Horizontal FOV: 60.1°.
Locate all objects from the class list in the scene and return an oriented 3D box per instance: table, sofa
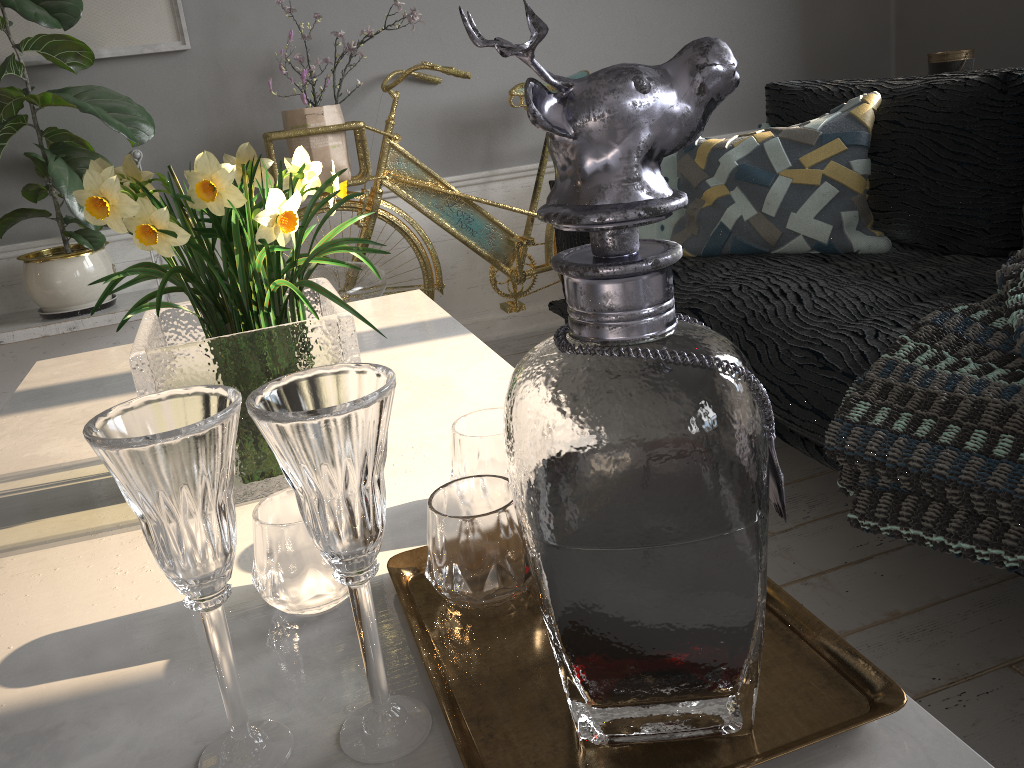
[{"bbox_3d":[-0.261,0.323,1.073,0.735,0.502,1.478,-12,19,-15],"label":"table"},{"bbox_3d":[0.873,-0.206,1.789,0.974,0.783,2.376,-12,19,-16],"label":"sofa"}]

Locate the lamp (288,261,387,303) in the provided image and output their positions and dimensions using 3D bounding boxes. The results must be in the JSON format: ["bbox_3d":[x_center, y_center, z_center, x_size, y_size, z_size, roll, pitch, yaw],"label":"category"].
[{"bbox_3d":[-0.560,-0.128,2.599,0.432,0.430,0.441,-3,18,14],"label":"lamp"}]

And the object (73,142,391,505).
[{"bbox_3d":[-0.288,-0.086,0.961,0.326,0.345,0.357,-11,18,-13],"label":"object"}]

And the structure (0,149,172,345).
[{"bbox_3d":[-2.367,-0.157,2.257,2.786,0.478,0.312,-13,17,-16],"label":"structure"}]

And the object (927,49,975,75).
[{"bbox_3d":[1.406,-0.985,2.843,0.141,0.157,0.141,-1,18,21],"label":"object"}]

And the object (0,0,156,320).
[{"bbox_3d":[-1.299,-0.749,2.416,0.567,1.130,0.423,0,17,22],"label":"object"}]

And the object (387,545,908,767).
[{"bbox_3d":[0.062,0.165,0.606,0.247,0.015,0.323,-12,19,-15],"label":"object"}]

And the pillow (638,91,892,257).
[{"bbox_3d":[0.607,-0.536,2.303,0.447,0.355,0.806,-19,21,-32],"label":"pillow"}]

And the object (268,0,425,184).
[{"bbox_3d":[-0.490,-0.924,2.637,0.488,0.630,0.258,-7,16,1],"label":"object"}]

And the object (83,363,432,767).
[{"bbox_3d":[-0.134,0.114,0.514,0.168,0.223,0.083,-9,16,-5],"label":"object"}]

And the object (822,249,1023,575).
[{"bbox_3d":[0.790,0.046,1.156,0.493,0.323,0.675,-14,19,-20],"label":"object"}]

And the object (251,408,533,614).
[{"bbox_3d":[-0.036,0.117,0.691,0.282,0.086,0.248,-21,23,-36],"label":"object"}]

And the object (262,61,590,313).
[{"bbox_3d":[-0.060,-0.566,2.893,1.636,0.953,0.431,-16,18,-24],"label":"object"}]

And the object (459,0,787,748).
[{"bbox_3d":[0.068,-0.008,0.498,0.155,0.410,0.151,-6,16,3],"label":"object"}]
